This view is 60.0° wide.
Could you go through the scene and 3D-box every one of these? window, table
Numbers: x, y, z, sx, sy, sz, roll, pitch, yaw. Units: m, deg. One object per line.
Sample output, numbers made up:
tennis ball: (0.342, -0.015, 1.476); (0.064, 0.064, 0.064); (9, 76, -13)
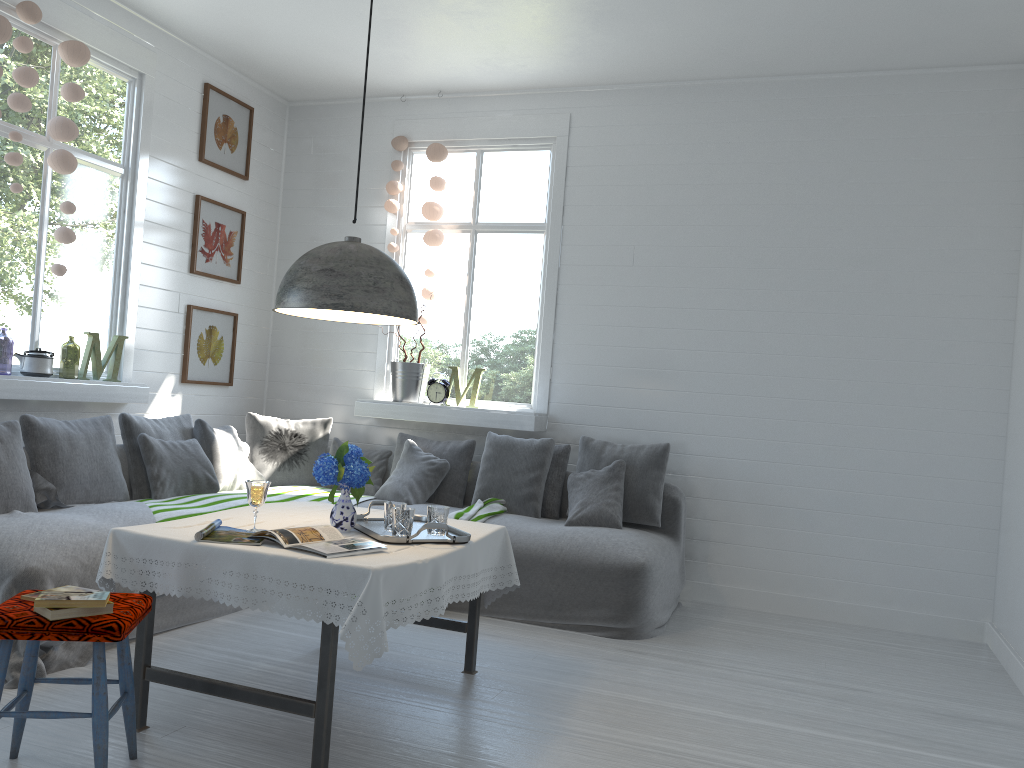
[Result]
window: (-0.379, -0.891, 6.822); (1.481, 2.398, 0.379); (4, 0, 20)
table: (-0.768, 0.953, 3.713); (1.327, 0.725, 1.671); (4, -1, 21)
window: (-2.750, -1.101, 5.373); (0.254, 2.398, 1.483); (4, 0, 20)

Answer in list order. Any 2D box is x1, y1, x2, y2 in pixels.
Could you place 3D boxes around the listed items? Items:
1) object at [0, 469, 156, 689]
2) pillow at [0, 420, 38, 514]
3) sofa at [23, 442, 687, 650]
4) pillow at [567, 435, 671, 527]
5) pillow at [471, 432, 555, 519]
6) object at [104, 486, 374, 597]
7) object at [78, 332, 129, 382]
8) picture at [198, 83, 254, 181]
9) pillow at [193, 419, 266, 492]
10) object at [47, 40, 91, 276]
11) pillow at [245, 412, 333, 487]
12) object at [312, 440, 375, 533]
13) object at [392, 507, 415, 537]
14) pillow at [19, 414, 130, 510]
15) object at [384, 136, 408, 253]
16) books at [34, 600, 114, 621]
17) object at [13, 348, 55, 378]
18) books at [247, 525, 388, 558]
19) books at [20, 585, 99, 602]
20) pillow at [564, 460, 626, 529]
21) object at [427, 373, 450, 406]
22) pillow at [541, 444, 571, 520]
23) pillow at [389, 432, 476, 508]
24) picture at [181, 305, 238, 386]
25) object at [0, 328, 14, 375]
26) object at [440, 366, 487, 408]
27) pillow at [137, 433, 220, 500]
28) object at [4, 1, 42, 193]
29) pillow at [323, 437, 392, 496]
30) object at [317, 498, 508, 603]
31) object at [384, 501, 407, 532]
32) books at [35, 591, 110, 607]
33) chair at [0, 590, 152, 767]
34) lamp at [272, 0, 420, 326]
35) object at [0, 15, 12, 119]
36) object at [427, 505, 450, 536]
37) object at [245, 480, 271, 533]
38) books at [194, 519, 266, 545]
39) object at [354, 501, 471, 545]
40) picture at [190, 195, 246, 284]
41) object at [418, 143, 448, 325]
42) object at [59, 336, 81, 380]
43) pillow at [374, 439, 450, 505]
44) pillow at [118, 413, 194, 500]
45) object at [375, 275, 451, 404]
object: (-2.340, 0.813, 4.247); (1.213, 0.924, 1.683); (5, -1, -29)
pillow: (-2.658, 0.441, 4.377); (0.278, 0.521, 0.639); (4, -1, 20)
sofa: (-0.942, 0.930, 5.069); (3.406, 0.899, 3.396); (4, -1, 20)
pillow: (0.721, 0.652, 6.010); (0.638, 0.561, 0.279); (4, 0, 21)
pillow: (0.008, 0.634, 6.127); (0.509, 0.573, 0.296); (4, 0, 20)
object: (-1.876, 0.935, 5.237); (1.043, 0.473, 3.166); (4, -1, 20)
object: (-2.656, -0.170, 5.745); (0.052, 0.311, 0.331); (4, -1, 30)
picture: (-2.184, -1.922, 6.805); (0.036, 0.580, 0.556); (4, -1, 20)
pillow: (-2.020, 0.506, 6.200); (0.344, 0.526, 0.616); (4, -1, 19)
object: (-2.700, -1.364, 5.347); (0.196, 1.426, 0.200); (4, 0, 31)
pillow: (-1.679, 0.519, 6.742); (0.639, 0.561, 0.395); (5, -1, -30)
object: (-0.693, 0.417, 3.646); (0.265, 0.377, 0.236); (4, 0, 22)
object: (-0.436, 0.552, 3.527); (0.095, 0.119, 0.096); (4, -1, 44)
pillow: (-2.495, 0.440, 5.090); (0.280, 0.520, 0.641); (4, -1, 21)
object: (-0.944, -1.444, 7.100); (0.153, 1.088, 0.150); (4, 0, -4)
books: (-1.317, 0.671, 2.667); (0.128, 0.030, 0.182); (3, -1, 42)
object: (-2.840, -0.130, 5.287); (0.208, 0.174, 0.186); (4, -1, 1)
books: (-0.712, 0.564, 3.242); (0.422, 0.049, 0.300); (4, -1, 35)
books: (-1.443, 0.675, 2.837); (0.133, 0.012, 0.189); (4, -1, 18)
pillow: (0.543, 0.719, 5.797); (0.380, 0.463, 0.416); (4, -1, 5)
object: (-0.559, 0.040, 6.743); (0.182, 0.250, 0.075); (4, 0, 20)
pillow: (0.067, 0.659, 6.259); (0.641, 0.520, 0.280); (4, 0, 21)
pillow: (-0.608, 0.641, 6.494); (0.638, 0.521, 0.279); (4, 0, 20)
picture: (-2.309, -0.284, 6.801); (0.036, 0.580, 0.556); (4, -1, 20)
object: (-2.904, -0.184, 5.050); (0.111, 0.270, 0.111); (4, 0, 38)
object: (-0.373, 0.027, 6.809); (0.330, 0.311, 0.052); (4, 0, 10)
pillow: (-2.146, 0.535, 5.627); (0.277, 0.445, 0.528); (4, -1, 35)
object: (-2.786, -1.626, 5.048); (0.150, 1.088, 0.152); (4, 0, -34)
pillow: (-1.147, 0.641, 6.692); (0.495, 0.438, 0.280); (4, 0, 22)
object: (-0.459, 0.953, 5.617); (0.622, 0.833, 1.582); (4, -1, 45)
object: (-0.488, 0.552, 3.681); (0.095, 0.119, 0.095); (4, -1, 4)
books: (-1.319, 0.645, 2.668); (0.189, 0.022, 0.133); (5, -1, -19)
chair: (-1.402, 0.968, 2.765); (0.419, 0.562, 0.419); (4, 0, -10)
lamp: (-0.602, -1.294, 3.660); (0.601, 2.044, 0.600); (4, 0, -9)
object: (-2.887, -1.317, 4.837); (0.197, 1.404, 0.193); (4, 0, -19)
object: (-0.309, 0.565, 3.670); (0.095, 0.119, 0.096); (4, -1, 44)
object: (-0.975, 0.466, 3.380); (0.098, 0.192, 0.098); (4, 0, 40)
books: (-1.019, 0.547, 3.277); (0.229, 0.043, 0.300); (4, -1, -6)
object: (-0.447, 0.579, 3.727); (0.399, 0.092, 0.651); (5, -1, -28)
picture: (-2.247, -1.095, 6.803); (0.036, 0.580, 0.556); (4, -1, 20)
object: (-0.629, -1.174, 6.926); (0.197, 1.426, 0.200); (4, 0, -29)
object: (-2.747, -0.163, 5.510); (0.111, 0.270, 0.111); (4, 0, 38)
pillow: (-0.711, 0.633, 6.255); (0.380, 0.463, 0.417); (4, -1, 35)
pillow: (-2.247, 0.474, 5.743); (0.278, 0.561, 0.639); (4, -1, 21)
object: (-0.821, -0.329, 6.633); (0.635, 0.936, 0.847); (5, -1, -23)
